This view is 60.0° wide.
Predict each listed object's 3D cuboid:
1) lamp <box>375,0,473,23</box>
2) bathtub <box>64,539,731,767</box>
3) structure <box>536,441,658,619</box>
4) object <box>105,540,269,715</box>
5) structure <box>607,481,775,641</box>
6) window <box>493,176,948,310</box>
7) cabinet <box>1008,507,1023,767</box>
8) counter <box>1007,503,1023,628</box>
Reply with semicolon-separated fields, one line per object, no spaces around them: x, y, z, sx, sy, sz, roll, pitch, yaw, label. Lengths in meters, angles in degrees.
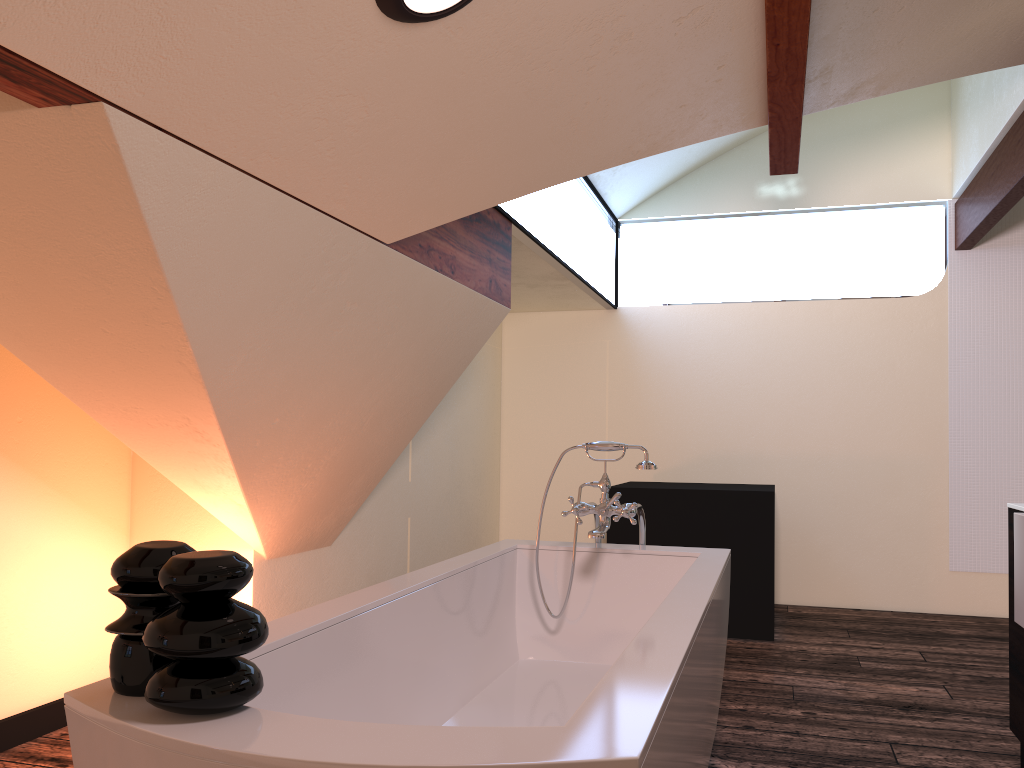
-0.128;-0.785;1.525;0.214;0.130;0.247;0;-4;12;lamp
0.038;0.889;2.043;0.798;0.692;2.220;0;-4;17;bathtub
0.337;0.773;2.955;0.384;1.118;0.554;-1;-3;31;structure
-0.445;0.363;1.216;0.156;0.228;0.276;3;-4;-43;object
1.041;1.075;5.042;0.869;0.859;0.802;0;-3;17;structure
1.170;-1.025;4.063;2.107;0.675;3.524;0;-4;17;window
1.321;0.786;1.602;0.386;0.921;1.859;0;-4;17;cabinet
1.298;0.460;1.621;0.442;0.295;1.859;0;-4;17;counter
